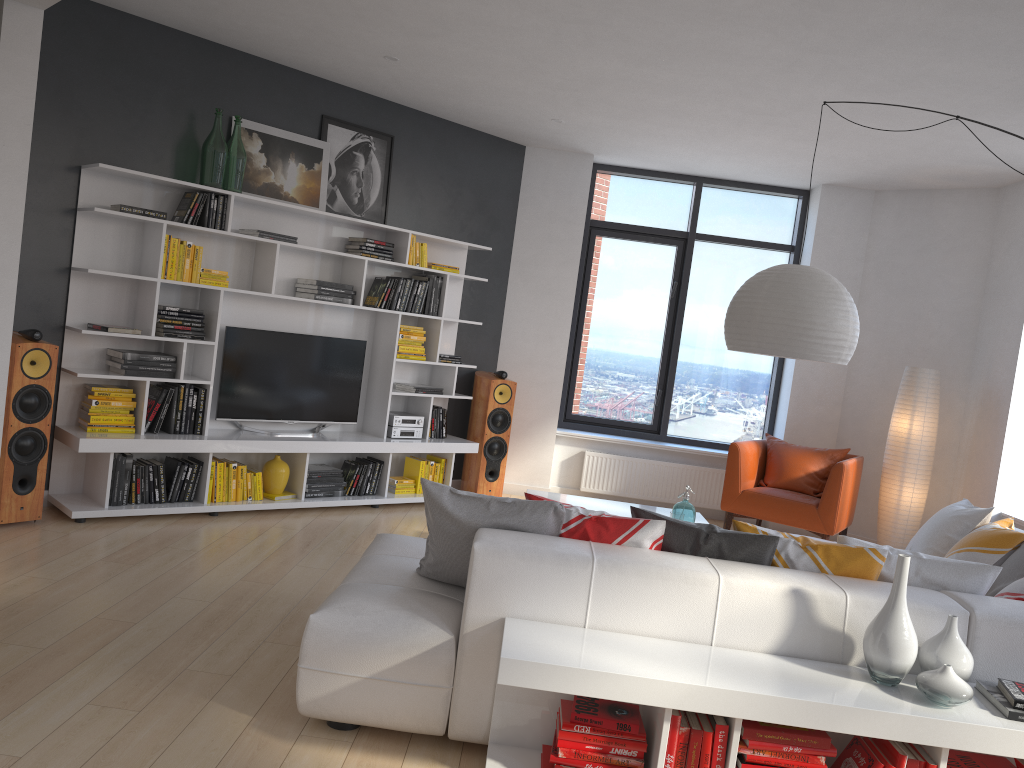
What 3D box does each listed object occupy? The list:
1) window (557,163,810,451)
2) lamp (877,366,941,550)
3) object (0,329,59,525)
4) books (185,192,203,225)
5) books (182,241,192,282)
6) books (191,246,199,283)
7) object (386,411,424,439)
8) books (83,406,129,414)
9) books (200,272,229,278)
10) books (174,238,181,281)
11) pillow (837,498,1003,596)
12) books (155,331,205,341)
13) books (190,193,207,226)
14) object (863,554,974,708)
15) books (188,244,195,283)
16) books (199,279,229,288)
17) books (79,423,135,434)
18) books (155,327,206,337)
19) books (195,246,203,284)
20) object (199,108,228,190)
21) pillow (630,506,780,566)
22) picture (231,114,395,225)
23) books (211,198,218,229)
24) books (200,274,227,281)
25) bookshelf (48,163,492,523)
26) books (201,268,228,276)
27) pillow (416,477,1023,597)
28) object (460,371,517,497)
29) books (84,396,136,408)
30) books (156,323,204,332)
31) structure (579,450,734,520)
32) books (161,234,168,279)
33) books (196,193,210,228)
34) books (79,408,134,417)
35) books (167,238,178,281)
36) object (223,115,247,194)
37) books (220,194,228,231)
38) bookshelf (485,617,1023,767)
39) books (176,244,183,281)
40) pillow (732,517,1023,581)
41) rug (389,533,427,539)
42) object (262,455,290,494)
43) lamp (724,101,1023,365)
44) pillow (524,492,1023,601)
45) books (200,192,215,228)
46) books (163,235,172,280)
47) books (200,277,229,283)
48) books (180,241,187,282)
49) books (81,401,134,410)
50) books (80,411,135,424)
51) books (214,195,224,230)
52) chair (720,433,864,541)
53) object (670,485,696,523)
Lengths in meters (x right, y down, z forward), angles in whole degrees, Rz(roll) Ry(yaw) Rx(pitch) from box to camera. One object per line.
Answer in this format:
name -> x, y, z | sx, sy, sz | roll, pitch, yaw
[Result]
window -> 1.526, -0.667, 8.055 | 1.960, 2.402, 0.170 | 8, 3, 1
lamp -> 3.132, 0.669, 6.633 | 0.502, 1.550, 0.804 | 5, 4, -38
object -> -2.814, 0.214, 4.954 | 0.434, 1.088, 0.290 | 10, 4, 31
books -> -2.014, -1.092, 5.539 | 0.087, 0.214, 0.171 | 4, 5, -43
books -> -2.068, -0.766, 5.549 | 0.035, 0.250, 0.185 | 4, 5, -43
books -> -2.029, -0.755, 5.585 | 0.024, 0.234, 0.172 | 4, 5, -43
object -> -0.873, 0.315, 6.834 | 0.285, 0.174, 0.270 | 4, 5, -43
books -> -2.456, 0.156, 5.367 | 0.228, 0.024, 0.152 | 5, 4, -39
books -> -1.929, -0.699, 5.674 | 0.187, 0.014, 0.134 | 4, 5, -43
books -> -2.118, -0.775, 5.507 | 0.015, 0.263, 0.199 | 4, 5, -43
pillow -> 1.880, 0.793, 4.096 | 0.580, 0.456, 2.156 | 9, 4, 27
books -> -2.102, -0.306, 5.579 | 0.263, 0.026, 0.189 | 4, 5, -45
books -> -1.985, -1.089, 5.550 | 0.074, 0.212, 0.154 | 4, 5, -44
object -> 1.256, 0.733, 2.710 | 0.316, 0.398, 0.319 | 9, 4, 25
books -> -2.049, -0.759, 5.571 | 0.023, 0.239, 0.169 | 4, 5, -43
books -> -1.937, -0.647, 5.676 | 0.190, 0.033, 0.147 | 4, 5, -43
books -> -2.455, 0.267, 5.378 | 0.270, 0.029, 0.204 | 5, 4, -38
books -> -2.099, -0.331, 5.580 | 0.270, 0.025, 0.189 | 4, 5, -44
books -> -2.012, -0.754, 5.606 | 0.024, 0.234, 0.172 | 4, 5, -43
object -> -1.866, -1.477, 5.573 | 0.157, 0.507, 0.157 | 6, 4, -30
pillow -> 1.458, 0.787, 3.322 | 2.120, 0.436, 0.608 | 7, 3, -3
picture -> -1.377, -1.549, 6.238 | 1.279, 0.707, 0.076 | 4, 5, -43
books -> -1.916, -1.078, 5.618 | 0.021, 0.200, 0.147 | 4, 5, -43
books -> -1.926, -0.682, 5.659 | 0.169, 0.018, 0.113 | 4, 5, -42
bookshelf -> -1.431, -0.162, 6.156 | 3.000, 2.052, 0.455 | 4, 5, -43
books -> -1.938, -0.721, 5.679 | 0.186, 0.026, 0.138 | 4, 5, -43
pillow -> 1.050, 0.708, 3.656 | 2.953, 0.453, 0.647 | 7, 3, -11
object -> -0.222, 0.411, 7.403 | 0.290, 1.088, 0.434 | 6, 4, -28
books -> -2.444, 0.108, 5.392 | 0.250, 0.035, 0.185 | 5, 4, -40
books -> -2.113, -0.362, 5.586 | 0.266, 0.030, 0.209 | 4, 5, -45
structure -> 1.341, 0.910, 7.819 | 1.474, 0.460, 0.110 | 8, 3, 1
books -> -2.174, -0.783, 5.431 | 0.029, 0.270, 0.204 | 4, 5, -43
books -> -1.951, -1.089, 5.584 | 0.021, 0.221, 0.156 | 4, 5, -43
books -> -2.466, 0.172, 5.390 | 0.263, 0.015, 0.198 | 5, 4, -40
books -> -2.139, -0.774, 5.484 | 0.044, 0.255, 0.198 | 4, 5, -43
object -> -1.791, -1.476, 5.722 | 0.157, 0.507, 0.157 | 6, 4, -30
books -> -1.869, -1.090, 5.652 | 0.019, 0.230, 0.174 | 4, 5, -43
bookshelf -> 1.228, 1.185, 2.677 | 2.600, 0.500, 0.356 | 8, 3, 1
books -> -2.093, -0.754, 5.505 | 0.024, 0.229, 0.156 | 4, 5, -44
pillow -> 1.673, 0.799, 3.853 | 2.095, 0.440, 0.630 | 5, 5, -41
rug -> 0.324, 1.174, 4.937 | 2.326, 0.016, 1.662 | 8, 3, 1
object -> -1.617, 0.616, 6.067 | 0.185, 0.257, 0.185 | 9, 4, 24
lamp -> 2.307, 0.200, 3.393 | 3.199, 2.647, 0.710 | 10, 4, 37
pillow -> 1.131, 0.770, 3.324 | 2.250, 0.449, 0.575 | 7, 3, -1
books -> -1.936, -1.095, 5.604 | 0.025, 0.232, 0.176 | 4, 5, -43
books -> -2.160, -0.783, 5.456 | 0.025, 0.270, 0.213 | 4, 5, -43
books -> -1.937, -0.670, 5.678 | 0.196, 0.011, 0.148 | 4, 5, -43
books -> -2.089, -0.768, 5.532 | 0.019, 0.251, 0.180 | 4, 5, -43
books -> -2.457, 0.134, 5.388 | 0.251, 0.019, 0.180 | 4, 5, -43
books -> -2.458, 0.203, 5.383 | 0.255, 0.044, 0.198 | 4, 5, -43
books -> -1.895, -1.085, 5.639 | 0.038, 0.218, 0.169 | 4, 5, -43
chair -> 2.213, 0.874, 6.956 | 0.896, 0.858, 0.843 | 10, 4, 34
object -> 0.861, 0.672, 4.859 | 0.330, 0.265, 0.330 | 9, 4, 25
